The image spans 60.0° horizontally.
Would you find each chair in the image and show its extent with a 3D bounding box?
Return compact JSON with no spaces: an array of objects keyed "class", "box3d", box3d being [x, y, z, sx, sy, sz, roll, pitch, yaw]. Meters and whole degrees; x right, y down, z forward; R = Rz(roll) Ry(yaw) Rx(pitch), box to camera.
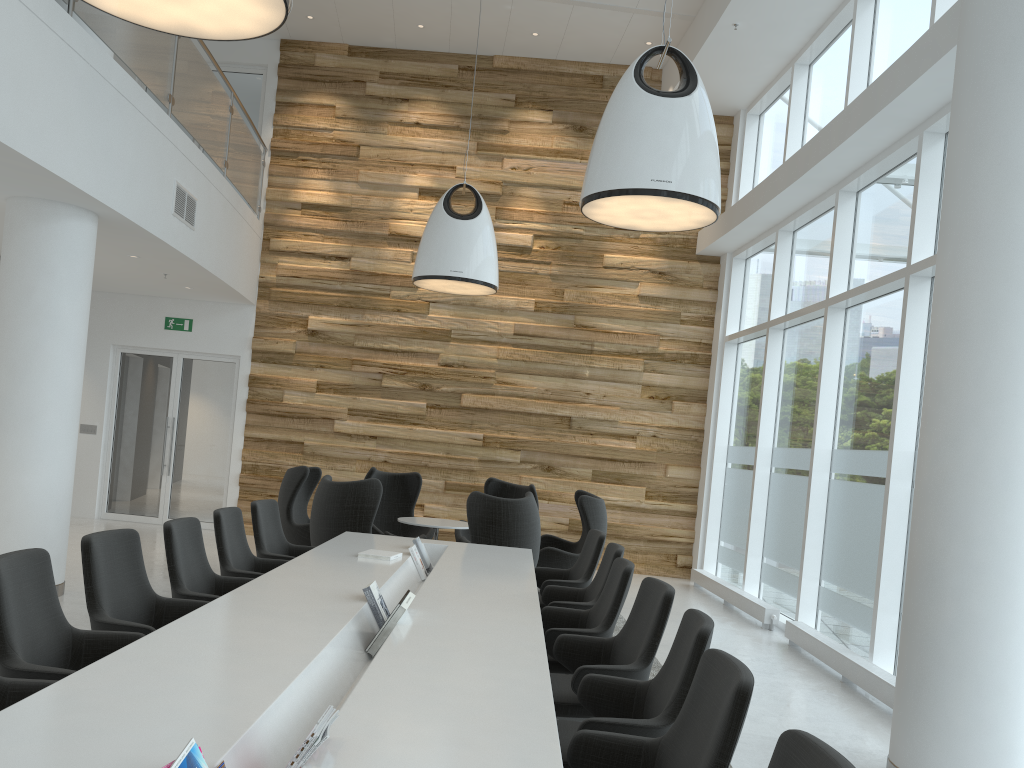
[{"class":"chair","box3d":[0.378,1.256,1.897,0.674,0.966,0.686,5,-1,0]},{"class":"chair","box3d":[-0.188,1.513,7.991,0.917,1.152,0.915,7,-2,-40]},{"class":"chair","box3d":[-1.705,1.160,3.443,0.674,0.966,0.685,6,-1,-5]},{"class":"chair","box3d":[-1.657,1.375,6.622,0.673,0.966,0.686,5,-1,5]},{"class":"chair","box3d":[-1.335,1.538,10.024,0.917,1.152,0.915,7,-2,-40]},{"class":"chair","box3d":[-1.721,1.211,4.228,0.673,0.966,0.686,5,-1,5]},{"class":"chair","box3d":[-1.928,1.415,9.015,0.918,1.152,0.914,6,-1,-10]},{"class":"chair","box3d":[-1.625,1.119,2.706,0.674,0.966,0.686,5,-1,0]},{"class":"chair","box3d":[-0.174,1.649,10.022,0.912,1.152,0.920,5,-1,20]},{"class":"chair","box3d":[0.340,1.457,4.999,0.674,0.966,0.686,5,-1,0]},{"class":"chair","box3d":[-1.366,1.403,8.023,0.912,1.152,0.920,5,-1,20]},{"class":"chair","box3d":[0.372,1.309,2.716,0.674,0.966,0.686,5,-1,0]},{"class":"chair","box3d":[0.482,1.645,9.032,0.918,1.152,0.914,6,-1,-10]},{"class":"chair","box3d":[0.359,1.571,6.689,0.674,0.966,0.685,6,-1,-5]},{"class":"chair","box3d":[0.388,1.516,5.813,0.674,0.966,0.686,5,-1,0]},{"class":"chair","box3d":[0.420,1.416,4.263,0.674,0.966,0.685,6,-1,-5]},{"class":"chair","box3d":[-1.663,1.321,5.808,0.674,0.966,0.686,5,-1,0]},{"class":"chair","box3d":[0.437,1.366,3.477,0.673,0.966,0.686,5,-1,5]},{"class":"chair","box3d":[-1.656,1.267,4.989,0.674,0.966,0.686,5,-1,0]}]

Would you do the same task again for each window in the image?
[{"class":"window","box3d":[-17.320,-2.592,8.422,62.741,6.138,30.944,2,-5,40]}]

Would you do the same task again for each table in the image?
[{"class":"table","box3d":[-0.639,1.407,3.856,1.500,0.738,6.567,5,-4,1]},{"class":"table","box3d":[-0.792,1.747,9.001,0.797,0.696,0.802,4,-2,25]}]

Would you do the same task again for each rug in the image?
[{"class":"rug","box3d":[-0.826,1.784,4.197,3.938,0.010,13.470,5,-4,1]}]

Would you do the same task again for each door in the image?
[{"class":"door","box3d":[-4.679,0.739,12.152,1.804,2.401,0.132,5,0,3]},{"class":"door","box3d":[-4.305,-3.206,12.140,1.804,2.401,0.132,5,0,3]}]

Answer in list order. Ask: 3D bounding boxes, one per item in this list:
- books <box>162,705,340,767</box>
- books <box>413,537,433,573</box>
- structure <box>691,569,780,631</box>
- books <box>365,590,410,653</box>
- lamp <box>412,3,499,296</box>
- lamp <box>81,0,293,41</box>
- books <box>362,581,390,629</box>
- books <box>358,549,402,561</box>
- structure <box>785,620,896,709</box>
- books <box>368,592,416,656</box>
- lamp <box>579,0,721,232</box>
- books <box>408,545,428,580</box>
[{"class":"books","box3d":[-0.610,0.968,2.121,0.230,0.275,0.599,5,-3,21]},{"class":"books","box3d":[-0.654,1.252,6.500,0.153,0.241,0.183,5,-1,1]},{"class":"structure","box3d":[2.434,2.364,9.861,0.150,0.213,2.692,5,-4,-4]},{"class":"books","box3d":[-0.564,1.075,4.045,0.139,0.229,0.357,5,-3,0]},{"class":"lamp","box3d":[-0.407,-2.790,8.990,0.881,3.646,0.887,5,0,39]},{"class":"lamp","box3d":[-1.069,-3.238,3.168,0.887,3.646,0.881,5,0,-44]},{"class":"books","box3d":[-0.660,1.111,4.402,0.153,0.238,0.191,5,-1,0]},{"class":"books","box3d":[-0.874,1.135,5.891,0.224,0.026,0.264,5,-4,10]},{"class":"structure","box3d":[2.577,2.169,6.703,0.150,0.213,2.693,5,-4,-1]},{"class":"books","box3d":[-0.549,1.096,4.064,0.158,0.241,0.353,5,-3,0]},{"class":"lamp","box3d":[1.033,-2.879,5.578,0.881,3.646,0.887,5,0,44]},{"class":"books","box3d":[-0.650,1.237,6.161,0.139,0.223,0.162,5,-1,1]}]
